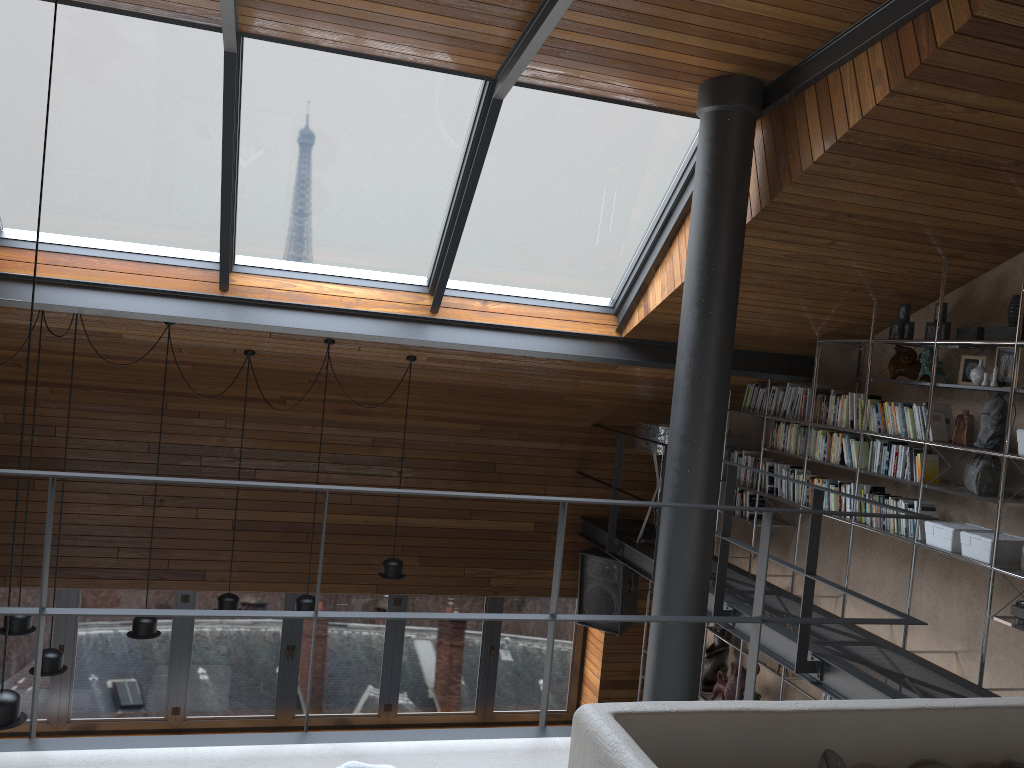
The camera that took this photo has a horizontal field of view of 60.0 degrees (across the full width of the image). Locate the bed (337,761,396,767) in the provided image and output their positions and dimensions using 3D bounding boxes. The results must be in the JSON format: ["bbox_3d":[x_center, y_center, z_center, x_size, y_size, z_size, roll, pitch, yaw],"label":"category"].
[{"bbox_3d":[-0.918,0.899,0.643,2.011,0.485,1.826,5,2,-16],"label":"bed"}]

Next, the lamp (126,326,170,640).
[{"bbox_3d":[-2.315,0.626,5.778,0.210,2.034,0.210,6,2,22],"label":"lamp"}]

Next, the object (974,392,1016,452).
[{"bbox_3d":[2.584,0.208,4.754,0.157,0.339,0.229,6,2,11],"label":"object"}]

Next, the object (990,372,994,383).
[{"bbox_3d":[2.678,-0.051,4.895,0.067,0.150,0.067,6,2,24],"label":"object"}]

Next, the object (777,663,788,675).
[{"bbox_3d":[1.962,1.919,6.315,0.208,0.280,0.131,4,2,-34],"label":"object"}]

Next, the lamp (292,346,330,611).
[{"bbox_3d":[-1.344,0.645,6.135,0.210,1.911,0.210,6,2,22],"label":"lamp"}]

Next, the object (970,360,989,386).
[{"bbox_3d":[2.563,-0.061,4.859,0.091,0.146,0.091,6,2,18],"label":"object"}]

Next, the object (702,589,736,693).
[{"bbox_3d":[1.716,2.148,7.489,0.305,0.840,0.237,5,2,-13],"label":"object"}]

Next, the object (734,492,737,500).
[{"bbox_3d":[1.835,0.960,7.125,0.112,0.178,0.009,5,2,-16],"label":"object"}]

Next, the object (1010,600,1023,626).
[{"bbox_3d":[2.691,1.155,4.301,0.320,0.114,0.404,5,2,-16],"label":"object"}]

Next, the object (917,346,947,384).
[{"bbox_3d":[2.483,-0.112,5.223,0.197,0.220,0.102,4,2,-31],"label":"object"}]

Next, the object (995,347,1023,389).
[{"bbox_3d":[2.629,-0.084,4.670,0.062,0.219,0.157,5,2,-16],"label":"object"}]

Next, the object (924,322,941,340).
[{"bbox_3d":[2.510,-0.309,5.286,0.029,0.117,0.086,5,2,-25],"label":"object"}]

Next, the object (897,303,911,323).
[{"bbox_3d":[2.416,-0.437,5.460,0.029,0.114,0.084,5,2,-9],"label":"object"}]

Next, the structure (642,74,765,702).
[{"bbox_3d":[0.922,1.299,4.364,1.197,5.700,1.689,5,2,-16],"label":"structure"}]

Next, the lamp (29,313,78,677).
[{"bbox_3d":[-2.698,0.600,5.334,0.210,2.273,0.210,6,2,22],"label":"lamp"}]

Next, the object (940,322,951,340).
[{"bbox_3d":[2.538,-0.303,5.193,0.029,0.117,0.086,6,2,9],"label":"object"}]

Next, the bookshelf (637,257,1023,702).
[{"bbox_3d":[2.995,1.267,3.231,0.421,6.219,10.739,5,2,-16],"label":"bookshelf"}]

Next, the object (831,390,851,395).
[{"bbox_3d":[2.241,0.164,6.063,0.146,0.240,0.023,5,2,-16],"label":"object"}]

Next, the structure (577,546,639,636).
[{"bbox_3d":[0.910,1.873,8.146,0.462,0.735,0.488,6,2,34],"label":"structure"}]

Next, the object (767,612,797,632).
[{"bbox_3d":[2.033,1.824,6.600,0.215,0.458,0.328,5,2,-11],"label":"object"}]

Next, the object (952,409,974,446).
[{"bbox_3d":[2.535,0.244,4.982,0.082,0.202,0.227,7,2,36],"label":"object"}]

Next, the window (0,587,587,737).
[{"bbox_3d":[-2.061,2.516,8.235,5.936,1.522,0.101,5,2,-16],"label":"window"}]

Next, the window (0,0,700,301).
[{"bbox_3d":[-0.927,-1.215,5.080,3.818,1.031,1.213,5,2,-16],"label":"window"}]

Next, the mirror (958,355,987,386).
[{"bbox_3d":[2.594,-0.073,4.983,0.130,0.168,0.069,7,2,44],"label":"mirror"}]

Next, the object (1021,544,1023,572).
[{"bbox_3d":[2.679,0.839,4.304,0.166,0.247,0.376,5,2,-18],"label":"object"}]

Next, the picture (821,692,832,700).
[{"bbox_3d":[2.240,2.353,6.013,0.136,0.625,0.544,5,2,-16],"label":"picture"}]

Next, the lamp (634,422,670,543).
[{"bbox_3d":[1.246,0.845,7.490,0.475,1.002,0.475,6,2,8],"label":"lamp"}]

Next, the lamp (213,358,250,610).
[{"bbox_3d":[-1.940,0.630,6.309,0.210,2.002,0.210,6,2,22],"label":"lamp"}]

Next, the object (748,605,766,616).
[{"bbox_3d":[1.875,1.804,7.023,0.207,0.442,0.328,5,2,-23],"label":"object"}]

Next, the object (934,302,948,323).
[{"bbox_3d":[2.531,-0.421,5.235,0.029,0.114,0.084,5,2,-4],"label":"object"}]

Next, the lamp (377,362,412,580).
[{"bbox_3d":[-0.803,0.620,6.447,0.210,1.565,0.210,6,2,22],"label":"lamp"}]

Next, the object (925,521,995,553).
[{"bbox_3d":[2.496,0.856,4.955,0.295,0.136,0.228,5,2,-16],"label":"object"}]

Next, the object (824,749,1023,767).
[{"bbox_3d":[1.221,1.125,1.821,1.842,0.246,1.436,5,2,-16],"label":"object"}]

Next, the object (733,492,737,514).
[{"bbox_3d":[1.835,0.961,7.115,0.111,0.175,0.011,5,2,-16],"label":"object"}]

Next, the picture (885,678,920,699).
[{"bbox_3d":[2.429,2.266,5.472,0.090,0.863,0.530,5,2,-16],"label":"picture"}]

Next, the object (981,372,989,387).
[{"bbox_3d":[2.534,-0.025,4.741,0.037,0.077,0.037,4,2,-30],"label":"object"}]

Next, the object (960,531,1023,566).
[{"bbox_3d":[2.567,0.871,4.697,0.295,0.136,0.228,5,2,-16],"label":"object"}]

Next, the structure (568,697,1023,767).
[{"bbox_3d":[0.097,0.877,0.920,4.613,1.120,2.634,5,2,-16],"label":"structure"}]

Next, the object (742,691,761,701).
[{"bbox_3d":[1.840,2.432,6.621,0.255,0.356,0.167,5,2,4],"label":"object"}]

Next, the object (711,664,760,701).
[{"bbox_3d":[1.751,2.368,7.015,0.219,0.440,0.462,5,2,-16],"label":"object"}]

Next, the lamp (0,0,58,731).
[{"bbox_3d":[-2.060,-0.144,3.781,0.210,3.208,0.210,6,2,7],"label":"lamp"}]

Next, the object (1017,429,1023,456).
[{"bbox_3d":[2.700,0.307,4.398,0.295,0.136,0.228,5,2,-16],"label":"object"}]

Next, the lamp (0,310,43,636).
[{"bbox_3d":[-2.948,0.502,5.426,0.210,2.036,0.210,6,2,22],"label":"lamp"}]

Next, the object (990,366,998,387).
[{"bbox_3d":[2.558,-0.040,4.695,0.037,0.114,0.037,4,2,-30],"label":"object"}]

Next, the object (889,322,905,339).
[{"bbox_3d":[2.391,-0.324,5.510,0.029,0.117,0.086,4,2,-30],"label":"object"}]

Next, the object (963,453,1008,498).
[{"bbox_3d":[2.582,0.481,4.837,0.166,0.240,0.390,6,2,17],"label":"object"}]

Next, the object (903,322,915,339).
[{"bbox_3d":[2.426,-0.318,5.419,0.029,0.117,0.086,5,2,4],"label":"object"}]

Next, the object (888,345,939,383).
[{"bbox_3d":[2.454,-0.123,5.423,0.278,0.222,0.138,6,2,30],"label":"object"}]

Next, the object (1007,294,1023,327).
[{"bbox_3d":[2.692,-0.382,4.704,0.115,0.177,0.115,6,2,9],"label":"object"}]
